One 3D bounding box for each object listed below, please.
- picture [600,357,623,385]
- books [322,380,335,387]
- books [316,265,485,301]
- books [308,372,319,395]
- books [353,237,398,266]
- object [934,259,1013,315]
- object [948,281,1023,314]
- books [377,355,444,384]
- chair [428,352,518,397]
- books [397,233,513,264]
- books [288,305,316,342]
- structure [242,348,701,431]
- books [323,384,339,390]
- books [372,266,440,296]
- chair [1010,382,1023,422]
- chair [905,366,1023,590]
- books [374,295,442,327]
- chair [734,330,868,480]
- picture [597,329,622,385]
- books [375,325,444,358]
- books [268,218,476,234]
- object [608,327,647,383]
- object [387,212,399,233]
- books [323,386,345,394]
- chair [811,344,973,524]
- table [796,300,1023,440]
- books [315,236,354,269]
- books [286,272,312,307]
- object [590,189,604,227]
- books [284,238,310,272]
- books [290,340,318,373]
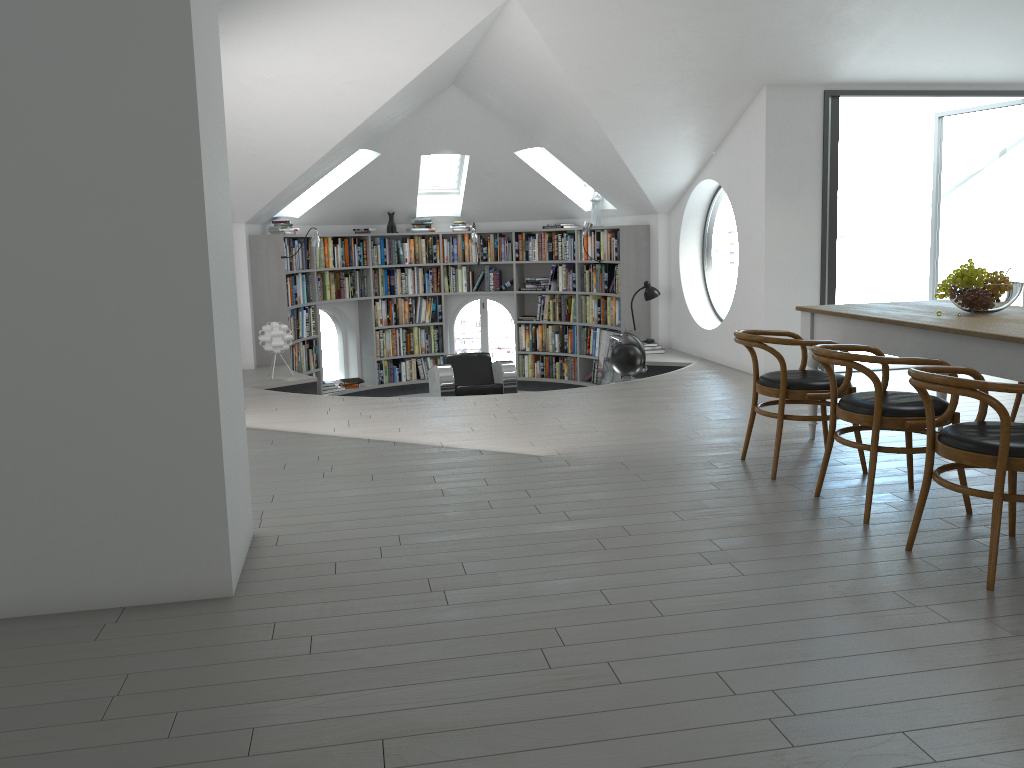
[{"bbox_3d":[1.122,0.003,10.081,0.107,0.553,0.491,-4,9,-20],"label":"picture"},{"bbox_3d":[-2.289,-0.002,10.766,0.214,0.036,0.227,-8,11,-33],"label":"books"},{"bbox_3d":[-1.490,-1.270,11.068,2.532,0.369,0.592,-7,10,-29],"label":"books"},{"bbox_3d":[-2.453,0.064,9.968,0.283,0.318,0.922,0,9,8],"label":"books"},{"bbox_3d":[-1.754,-1.649,11.058,0.683,0.345,0.265,-7,10,-33],"label":"books"},{"bbox_3d":[2.374,-0.502,4.532,0.293,0.283,0.395,6,12,43],"label":"object"},{"bbox_3d":[2.404,-0.439,4.530,0.360,0.159,0.361,-7,10,-30],"label":"object"},{"bbox_3d":[-1.342,-0.199,11.427,1.020,0.305,0.288,-6,9,-25],"label":"books"},{"bbox_3d":[-0.431,0.053,9.537,0.823,0.717,0.744,-4,9,-15],"label":"chair"},{"bbox_3d":[-0.728,-1.739,11.367,1.566,0.365,0.395,-2,9,-5],"label":"books"},{"bbox_3d":[-2.446,-0.662,9.806,0.260,0.358,1.024,-1,9,7],"label":"books"},{"bbox_3d":[-0.480,0.078,9.422,4.714,0.690,4.724,5,11,34],"label":"structure"},{"bbox_3d":[-2.288,0.029,10.770,0.269,0.031,0.286,-8,11,-33],"label":"books"},{"bbox_3d":[-1.389,-1.320,11.320,1.029,0.358,0.301,-6,9,-24],"label":"books"},{"bbox_3d":[3.168,-0.007,4.918,0.621,0.732,0.529,-3,8,-10],"label":"chair"},{"bbox_3d":[1.770,0.304,3.253,0.621,0.732,0.529,-4,8,-15],"label":"chair"},{"bbox_3d":[-1.361,-0.940,11.333,0.999,0.350,0.298,-6,9,-26],"label":"books"},{"bbox_3d":[1.482,0.081,4.668,0.621,0.732,0.529,-3,8,-7],"label":"chair"},{"bbox_3d":[1.129,-0.185,10.242,0.090,0.859,0.580,-4,9,-20],"label":"picture"},{"bbox_3d":[-1.338,-0.560,11.391,1.033,0.356,0.293,-6,9,-25],"label":"books"},{"bbox_3d":[-1.712,-1.911,10.736,2.820,0.173,0.749,-9,12,-39],"label":"books"},{"bbox_3d":[1.095,-0.257,8.407,0.320,0.560,0.321,-8,10,-37],"label":"object"},{"bbox_3d":[-1.501,-2.024,11.128,0.147,0.264,0.202,-4,8,-13],"label":"object"},{"bbox_3d":[-2.287,0.063,10.775,0.366,0.042,0.388,-10,13,-43],"label":"books"},{"bbox_3d":[1.654,0.191,3.966,0.621,0.732,0.529,-3,8,-10],"label":"chair"},{"bbox_3d":[2.505,0.159,3.795,1.019,0.796,3.362,-3,9,-10],"label":"table"},{"bbox_3d":[-2.213,-1.566,10.558,0.269,0.371,0.795,4,10,33],"label":"books"},{"bbox_3d":[-2.496,-1.037,9.786,0.303,0.346,1.093,-1,9,5],"label":"books"},{"bbox_3d":[0.995,-2.101,10.525,0.179,0.471,0.180,-2,8,-1],"label":"object"},{"bbox_3d":[-2.495,-1.418,9.716,0.300,0.360,1.037,-1,9,6],"label":"books"},{"bbox_3d":[-2.446,-0.073,9.619,0.390,0.693,1.647,-2,9,0],"label":"books"}]
